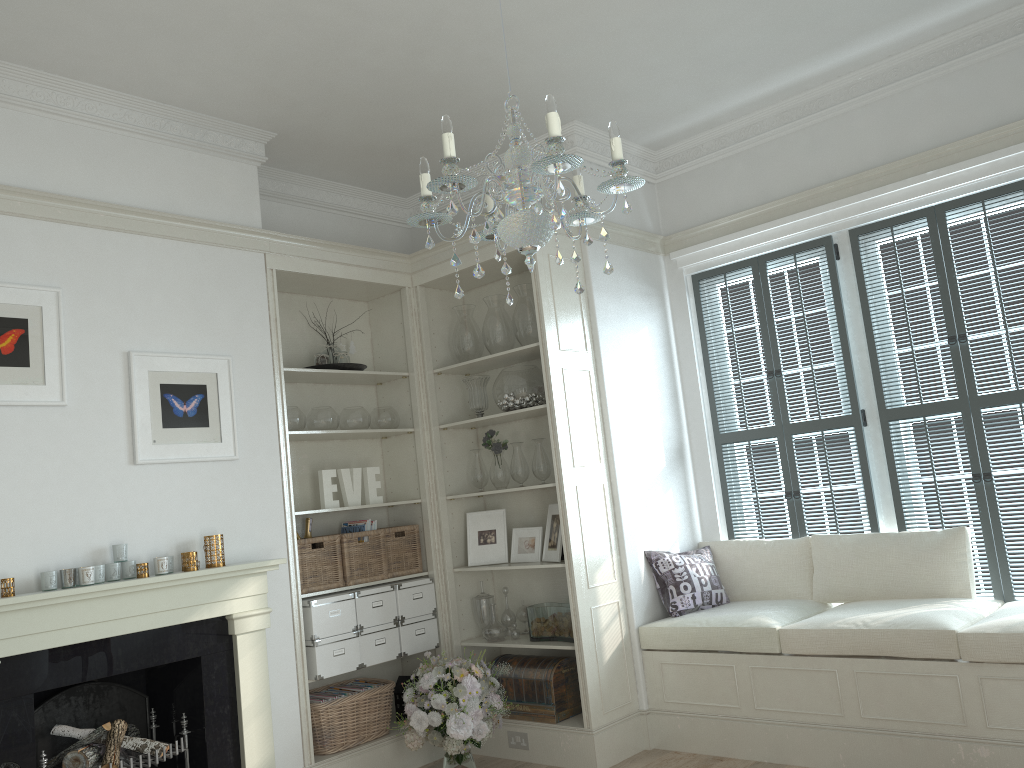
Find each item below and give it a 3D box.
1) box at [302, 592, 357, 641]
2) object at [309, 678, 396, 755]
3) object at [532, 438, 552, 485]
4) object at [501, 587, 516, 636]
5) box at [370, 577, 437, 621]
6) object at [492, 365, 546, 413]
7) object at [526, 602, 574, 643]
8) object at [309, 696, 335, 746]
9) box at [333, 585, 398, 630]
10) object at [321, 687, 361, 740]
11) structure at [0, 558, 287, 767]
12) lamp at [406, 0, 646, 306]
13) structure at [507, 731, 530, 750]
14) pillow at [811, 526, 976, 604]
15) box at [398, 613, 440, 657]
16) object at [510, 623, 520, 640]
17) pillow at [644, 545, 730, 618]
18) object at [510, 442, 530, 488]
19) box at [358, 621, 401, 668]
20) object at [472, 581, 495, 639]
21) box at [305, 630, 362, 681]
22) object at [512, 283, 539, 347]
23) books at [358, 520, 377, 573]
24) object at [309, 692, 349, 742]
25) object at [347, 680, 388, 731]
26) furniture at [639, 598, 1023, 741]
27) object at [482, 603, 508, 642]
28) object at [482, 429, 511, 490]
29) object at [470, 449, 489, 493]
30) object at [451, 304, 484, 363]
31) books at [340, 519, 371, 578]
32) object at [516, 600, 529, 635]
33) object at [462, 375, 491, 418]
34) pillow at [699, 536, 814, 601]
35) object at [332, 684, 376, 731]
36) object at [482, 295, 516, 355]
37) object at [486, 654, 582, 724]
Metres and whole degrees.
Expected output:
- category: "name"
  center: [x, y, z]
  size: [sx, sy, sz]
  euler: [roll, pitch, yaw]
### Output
- category: "box"
  center: [-1.027, 1.187, 4.540]
  size: [0.400, 0.191, 0.270]
  euler: [-13, -10, 41]
- category: "object"
  center: [-0.885, 1.717, 4.594]
  size: [0.408, 0.263, 0.554]
  euler: [-13, -10, 42]
- category: "object"
  center: [0.159, 0.425, 4.833]
  size: [0.110, 0.251, 0.110]
  euler: [-8, -8, 13]
- category: "object"
  center: [-0.025, 1.291, 5.044]
  size: [0.088, 0.271, 0.088]
  euler: [0, -10, -43]
- category: "box"
  center: [-0.659, 1.198, 4.947]
  size: [0.400, 0.191, 0.270]
  euler: [-13, -10, 41]
- category: "object"
  center: [0.055, 0.035, 4.919]
  size: [0.329, 0.249, 0.329]
  euler: [-9, -8, 16]
- category: "object"
  center: [0.266, 1.257, 4.686]
  size: [0.387, 0.180, 0.171]
  euler: [-13, -10, 41]
- category: "object"
  center: [-0.999, 1.703, 4.480]
  size: [0.274, 0.238, 0.088]
  euler: [-13, -10, 42]
- category: "box"
  center: [-0.849, 1.195, 4.756]
  size: [0.400, 0.191, 0.270]
  euler: [-13, -10, 41]
- category: "object"
  center: [-0.889, 1.705, 4.590]
  size: [0.274, 0.238, 0.088]
  euler: [-13, -10, 41]
- category: "structure"
  center: [-1.621, 1.405, 3.595]
  size: [1.026, 1.191, 1.432]
  euler: [-13, -10, 41]
- category: "lamp"
  center: [-0.086, -1.505, 2.482]
  size: [0.648, 2.542, 0.577]
  euler: [-8, -8, 12]
- category: "structure"
  center: [0.033, 1.840, 4.577]
  size: [0.140, 0.084, 0.010]
  euler: [-13, -10, 41]
- category: "pillow"
  center: [1.884, 0.917, 4.443]
  size: [0.787, 0.360, 0.193]
  euler: [-13, -10, 42]
- category: "box"
  center: [-0.643, 1.388, 4.928]
  size: [0.400, 0.191, 0.270]
  euler: [-13, -10, 41]
- category: "object"
  center: [0.017, 1.354, 4.862]
  size: [0.056, 0.090, 0.056]
  euler: [-4, -8, -17]
- category: "pillow"
  center: [0.987, 1.080, 4.847]
  size: [0.550, 0.398, 0.229]
  euler: [-1, -9, -36]
- category: "object"
  center: [0.040, 0.453, 4.940]
  size: [0.110, 0.251, 0.110]
  euler: [-8, -8, 13]
- category: "box"
  center: [-0.829, 1.382, 4.724]
  size: [0.400, 0.191, 0.270]
  euler: [-13, -10, 41]
- category: "object"
  center: [-0.157, 1.282, 5.045]
  size: [0.129, 0.315, 0.129]
  euler: [0, -10, -43]
- category: "box"
  center: [-1.003, 1.375, 4.520]
  size: [0.400, 0.191, 0.270]
  euler: [-13, -10, 41]
- category: "object"
  center: [0.094, -0.361, 4.891]
  size: [0.193, 0.362, 0.193]
  euler: [-10, -8, 25]
- category: "books"
  center: [-0.870, 0.909, 4.820]
  size: [0.221, 0.306, 0.205]
  euler: [-13, -10, 41]
- category: "object"
  center: [-0.944, 1.704, 4.529]
  size: [0.274, 0.238, 0.088]
  euler: [-13, -10, 42]
- category: "object"
  center: [-0.776, 1.709, 4.715]
  size: [0.274, 0.238, 0.088]
  euler: [-13, -10, 41]
- category: "furniture"
  center: [2.087, 1.189, 3.841]
  size: [3.150, 0.459, 0.837]
  euler: [-13, -10, 41]
- category: "object"
  center: [-0.099, 1.316, 4.894]
  size: [0.148, 0.200, 0.148]
  euler: [-8, -7, 9]
- category: "object"
  center: [-0.085, 0.430, 5.064]
  size: [0.166, 0.355, 0.206]
  euler: [-5, -7, -9]
- category: "object"
  center: [-0.192, 0.506, 5.149]
  size: [0.110, 0.251, 0.110]
  euler: [-8, -8, 13]
- category: "object"
  center: [-0.264, -0.276, 5.233]
  size: [0.193, 0.362, 0.193]
  euler: [-10, -8, 25]
- category: "books"
  center: [-0.899, 0.899, 4.791]
  size: [0.221, 0.306, 0.205]
  euler: [-13, -10, 41]
- category: "object"
  center: [0.071, 1.321, 5.031]
  size: [0.094, 0.188, 0.094]
  euler: [-6, -7, -6]
- category: "object"
  center: [-0.194, 0.087, 5.125]
  size: [0.168, 0.256, 0.168]
  euler: [-6, -7, -1]
- category: "pillow"
  center: [1.351, 1.044, 4.928]
  size: [0.695, 0.360, 0.187]
  euler: [-13, -10, 42]
- category: "object"
  center: [-0.831, 1.707, 4.654]
  size: [0.274, 0.238, 0.088]
  euler: [-13, -10, 42]
- category: "object"
  center: [-0.078, -0.318, 5.076]
  size: [0.193, 0.362, 0.193]
  euler: [-10, -8, 25]
- category: "object"
  center: [0.125, 1.604, 4.731]
  size: [0.475, 0.297, 0.290]
  euler: [-13, -10, 41]
